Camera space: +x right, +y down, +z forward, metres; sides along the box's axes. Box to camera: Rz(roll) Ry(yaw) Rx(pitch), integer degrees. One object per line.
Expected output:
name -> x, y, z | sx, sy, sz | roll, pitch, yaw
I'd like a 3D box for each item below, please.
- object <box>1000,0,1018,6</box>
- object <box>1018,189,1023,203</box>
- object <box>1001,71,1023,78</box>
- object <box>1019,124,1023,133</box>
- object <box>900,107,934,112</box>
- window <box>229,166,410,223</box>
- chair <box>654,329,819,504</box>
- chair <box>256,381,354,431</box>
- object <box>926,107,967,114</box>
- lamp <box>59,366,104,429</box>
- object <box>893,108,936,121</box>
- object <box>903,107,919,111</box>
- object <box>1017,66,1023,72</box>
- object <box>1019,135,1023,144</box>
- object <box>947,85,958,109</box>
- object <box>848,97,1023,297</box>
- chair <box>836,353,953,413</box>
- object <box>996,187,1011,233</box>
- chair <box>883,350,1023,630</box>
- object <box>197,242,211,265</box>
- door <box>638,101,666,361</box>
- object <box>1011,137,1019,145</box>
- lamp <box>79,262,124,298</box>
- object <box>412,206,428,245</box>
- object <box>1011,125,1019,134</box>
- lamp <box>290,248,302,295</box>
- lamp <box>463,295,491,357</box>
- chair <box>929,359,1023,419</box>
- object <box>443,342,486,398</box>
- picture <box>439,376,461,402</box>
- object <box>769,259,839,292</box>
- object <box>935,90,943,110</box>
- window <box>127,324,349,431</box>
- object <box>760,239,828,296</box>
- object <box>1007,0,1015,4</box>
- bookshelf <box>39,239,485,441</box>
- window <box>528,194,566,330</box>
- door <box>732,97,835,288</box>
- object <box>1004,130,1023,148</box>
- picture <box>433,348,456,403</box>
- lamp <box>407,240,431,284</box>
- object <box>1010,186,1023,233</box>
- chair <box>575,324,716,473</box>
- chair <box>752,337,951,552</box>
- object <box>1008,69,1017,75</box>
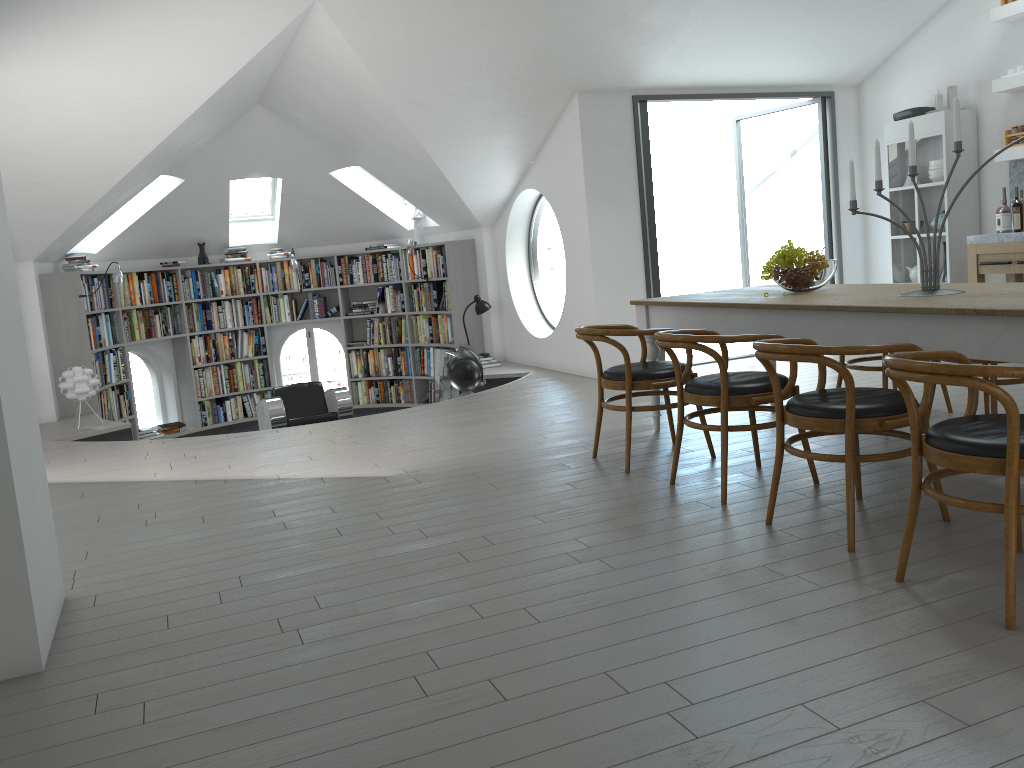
object -> 3.882, -2.981, 6.778 | 0.120, 0.145, 0.237 | -8, 8, -21
object -> 3.974, -1.353, 6.917 | 0.085, 0.330, 0.085 | -7, 7, -13
object -> 3.928, -2.387, 6.834 | 0.113, 0.024, 0.295 | -8, 9, -21
object -> 3.973, -1.983, 6.893 | 0.058, 0.075, 0.059 | -5, 7, 2
object -> 3.508, -2.319, 7.693 | 0.238, 0.119, 0.238 | -8, 8, -21
window -> -2.881, -2.240, 9.932 | 4.060, 0.711, 1.936 | -8, 8, -21
chair -> 0.972, 0.104, 3.991 | 0.622, 0.732, 0.528 | -8, 7, -21
chair -> -2.115, 0.375, 9.059 | 0.824, 0.717, 0.742 | -9, 8, -26
object -> 3.628, -2.276, 7.409 | 0.295, 0.024, 0.151 | -5, 8, 3
lamp -> -3.720, 0.112, 7.652 | 0.306, 0.523, 0.306 | -10, 8, -32
object -> 3.509, -2.310, 7.694 | 0.299, 0.119, 0.299 | -8, 8, -21
object -> 3.507, -2.328, 7.692 | 0.170, 0.119, 0.170 | -8, 8, -21
object -> 3.925, -2.414, 6.831 | 0.054, 0.071, 0.054 | -8, 8, -22
object -> 3.981, -1.898, 6.903 | 0.058, 0.075, 0.059 | -5, 7, 2
object -> 3.671, -2.376, 7.394 | 0.072, 0.210, 0.071 | -5, 7, 2
object -> 1.831, -0.818, 3.743 | 0.775, 0.872, 0.266 | 1, 9, 42
chair -> 2.259, -0.188, 5.220 | 0.622, 0.732, 0.528 | -8, 7, -21
object -> 3.860, -1.363, 6.954 | 0.085, 0.358, 0.089 | -5, 6, 0
chair -> 1.434, 0.257, 2.618 | 0.622, 0.732, 0.528 | -8, 7, -18
object -> -3.641, -1.536, 10.463 | 0.147, 0.264, 0.202 | -8, 8, -24
door -> 1.050, -1.351, 8.318 | 0.080, 2.339, 1.053 | -8, 7, -21
object -> 3.956, -1.905, 6.965 | 0.058, 0.075, 0.059 | -5, 7, 2
lamp -> -3.953, -1.006, 8.516 | 0.414, 0.311, 0.117 | -9, 7, -24
object -> -1.094, -1.857, 10.351 | 0.179, 0.471, 0.179 | -7, 7, -12
object -> 3.948, -1.990, 6.955 | 0.058, 0.075, 0.059 | -5, 7, 2
lamp -> -2.606, -1.349, 10.667 | 0.113, 0.565, 0.358 | -7, 7, -14
lamp -> -0.357, -0.615, 9.392 | 0.322, 0.658, 0.234 | -6, 7, -6
chair -> 2.473, -0.109, 4.527 | 0.622, 0.732, 0.528 | -8, 8, -24
object -> -0.439, -0.114, 8.250 | 0.321, 0.561, 0.321 | 1, 9, 41
picture -> -0.701, 0.210, 9.890 | 0.107, 0.553, 0.490 | -9, 8, -31
object -> 1.545, -0.567, 4.703 | 0.361, 0.159, 0.360 | -12, 10, -41
object -> 3.566, -2.360, 7.402 | 0.054, 0.195, 0.054 | -5, 7, 4
window -> -3.476, -0.089, 10.777 | 3.239, 1.147, 0.617 | -11, 9, -35
object -> 1.510, -0.627, 4.700 | 0.292, 0.283, 0.395 | -1, 9, 32
object -> 3.859, -2.965, 6.845 | 0.058, 0.075, 0.059 | -5, 7, 2
bookshelf -> -2.721, -0.491, 10.127 | 4.339, 1.874, 2.113 | -8, 8, -21
window -> 0.499, -1.231, 8.850 | 0.104, 1.465, 1.473 | -8, 8, -21
door -> 2.743, -1.595, 8.956 | 0.080, 2.339, 1.052 | -10, 8, -36
object -> 3.978, -1.922, 6.898 | 0.120, 0.145, 0.237 | -8, 8, -21
picture -> -0.741, 0.029, 10.054 | 0.090, 0.860, 0.579 | -9, 8, -31
lamp -> -1.045, -1.386, 10.076 | 0.276, 0.523, 0.112 | -9, 8, -30
object -> 3.849, -1.325, 6.759 | 0.093, 0.358, 0.093 | -4, 7, 13
chair -> 0.663, 0.038, 4.649 | 0.622, 0.732, 0.528 | -7, 7, -18
chair -> 1.228, 0.177, 3.312 | 0.622, 0.732, 0.528 | -9, 8, -26
object -> 3.900, -2.417, 6.901 | 0.057, 0.061, 0.058 | -8, 8, -22
